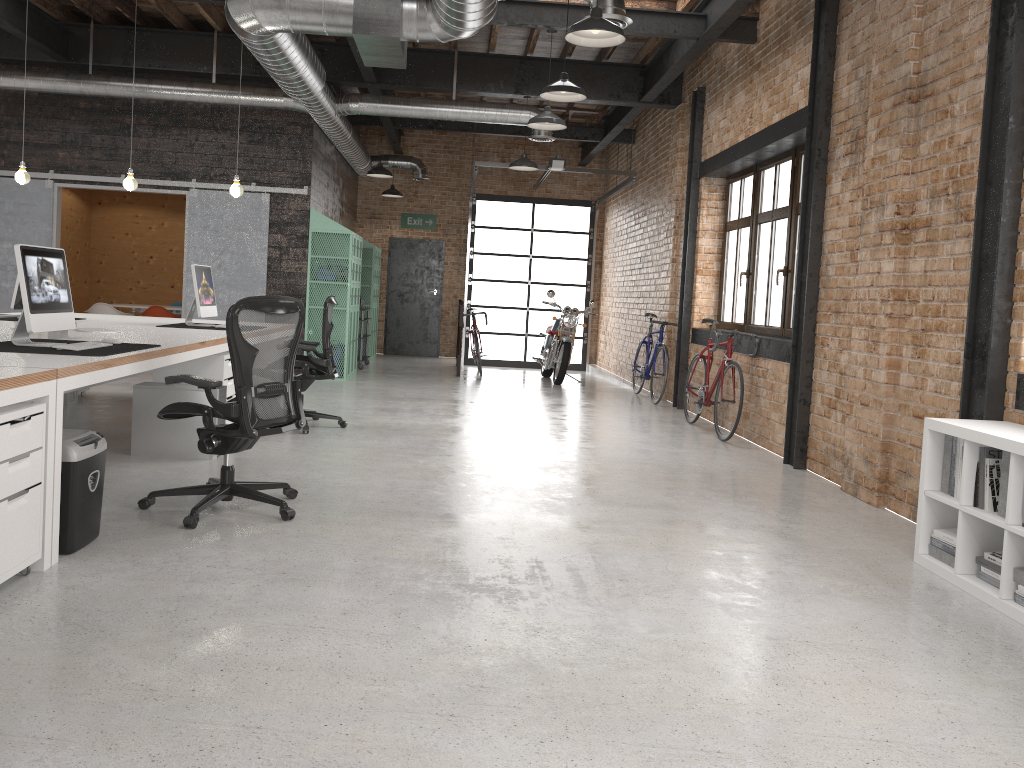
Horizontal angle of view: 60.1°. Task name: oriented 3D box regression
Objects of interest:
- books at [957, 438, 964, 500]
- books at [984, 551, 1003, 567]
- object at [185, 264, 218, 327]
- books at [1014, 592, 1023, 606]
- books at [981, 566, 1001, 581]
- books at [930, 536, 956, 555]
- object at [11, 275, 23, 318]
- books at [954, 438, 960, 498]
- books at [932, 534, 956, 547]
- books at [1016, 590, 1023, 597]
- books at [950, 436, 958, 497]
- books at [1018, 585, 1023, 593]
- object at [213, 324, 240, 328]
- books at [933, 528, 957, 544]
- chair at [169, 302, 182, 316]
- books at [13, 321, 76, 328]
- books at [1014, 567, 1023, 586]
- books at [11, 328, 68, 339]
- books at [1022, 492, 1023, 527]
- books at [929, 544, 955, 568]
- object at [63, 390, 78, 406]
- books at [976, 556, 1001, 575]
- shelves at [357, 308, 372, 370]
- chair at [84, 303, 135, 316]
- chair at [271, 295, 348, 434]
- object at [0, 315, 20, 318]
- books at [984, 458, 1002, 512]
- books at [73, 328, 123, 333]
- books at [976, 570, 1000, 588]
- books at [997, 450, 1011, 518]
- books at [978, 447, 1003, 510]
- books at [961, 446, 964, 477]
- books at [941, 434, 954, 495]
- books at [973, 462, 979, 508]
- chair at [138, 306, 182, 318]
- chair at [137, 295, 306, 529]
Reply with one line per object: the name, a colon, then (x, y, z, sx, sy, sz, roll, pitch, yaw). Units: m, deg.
books: (2.132, 0.389, 3.958, 0.259, 0.304, 0.040, 3, 3, 1)
books: (2.116, 0.735, 3.658, 0.199, 0.054, 0.240, 3, 5, -3)
object: (-2.494, -0.710, 7.107, 0.189, 0.484, 0.485, 3, 4, -4)
books: (2.092, 0.848, 3.368, 0.207, 0.061, 0.275, 3, 5, -4)
books: (2.092, 0.794, 3.672, 0.163, 0.047, 0.240, 3, 5, -3)
books: (2.055, 0.731, 3.985, 0.207, 0.067, 0.276, 3, 5, -4)
object: (-3.658, -0.745, 6.812, 0.189, 0.484, 0.485, 3, 4, -4)
books: (2.132, 0.381, 3.980, 0.265, 0.314, 0.025, 3, 3, 1)
books: (2.060, 0.705, 3.976, 0.219, 0.039, 0.261, 3, 5, -4)
books: (2.097, 0.823, 3.359, 0.219, 0.034, 0.260, 3, 6, -4)
books: (2.126, 0.369, 4.011, 0.249, 0.332, 0.060, 3, 3, 1)
books: (2.098, 0.805, 3.354, 0.214, 0.046, 0.252, 3, 5, -4)
object: (-2.283, -0.465, 7.108, 0.118, 0.017, 0.440, 3, 6, -4)
books: (2.060, 0.688, 3.971, 0.214, 0.051, 0.253, 3, 5, -4)
chair: (-5.318, -0.896, 13.929, 0.618, 0.776, 0.582, 3, 4, -9)
books: (-2.622, -0.332, 4.979, 0.193, 0.044, 0.258, 4, 6, 13)
books: (2.103, 0.768, 3.371, 0.217, 0.077, 0.292, 3, 5, -4)
books: (-2.646, -0.285, 4.964, 0.200, 0.050, 0.272, 3, 5, -7)
books: (2.108, 0.455, 3.483, 0.182, 0.261, 0.057, 3, 3, 1)
books: (2.058, 0.781, 3.995, 0.217, 0.071, 0.290, 3, 5, -4)
object: (-4.097, -0.063, 7.716, 0.543, 0.454, 0.221, 3, 3, -4)
books: (2.117, 0.766, 3.685, 0.222, 0.055, 0.283, 3, 5, -3)
shelves: (-2.379, -0.680, 12.931, 0.567, 0.853, 0.988, 3, 4, -4)
chair: (-5.437, -0.710, 11.940, 0.618, 0.776, 0.582, 3, 4, -9)
chair: (-1.711, -0.195, 7.156, 0.792, 1.083, 0.773, 1, 4, -25)
object: (-3.894, -0.527, 6.833, 0.118, 0.017, 0.440, 3, 6, -4)
books: (2.110, 0.440, 3.753, 0.197, 0.239, 0.058, 3, 3, 1)
books: (-2.682, -0.345, 5.728, 0.244, 0.019, 0.205, 7, 7, 33)
books: (2.097, 0.822, 3.688, 0.184, 0.049, 0.262, 3, 5, -3)
books: (2.151, 0.398, 3.635, 0.259, 0.350, 0.065, 3, 3, 1)
books: (2.113, 0.415, 3.787, 0.221, 0.282, 0.061, 3, 3, 1)
books: (2.087, 0.411, 3.921, 0.182, 0.261, 0.057, 3, 3, 1)
books: (2.131, 0.354, 4.073, 0.259, 0.350, 0.065, 3, 3, 1)
books: (2.132, 0.378, 3.818, 0.272, 0.353, 0.063, 3, 3, 1)
chair: (-4.733, -0.676, 11.988, 0.618, 0.776, 0.582, 3, 4, -9)
chair: (-1.409, 0.091, 4.390, 0.792, 1.083, 0.772, 3, 4, 5)
